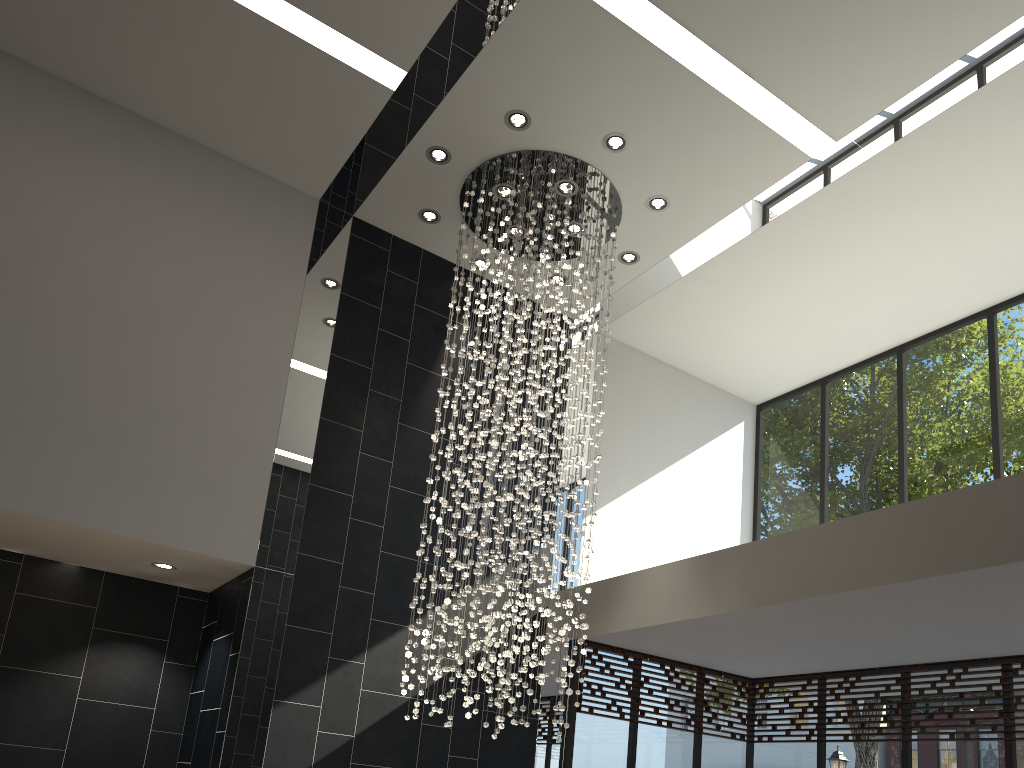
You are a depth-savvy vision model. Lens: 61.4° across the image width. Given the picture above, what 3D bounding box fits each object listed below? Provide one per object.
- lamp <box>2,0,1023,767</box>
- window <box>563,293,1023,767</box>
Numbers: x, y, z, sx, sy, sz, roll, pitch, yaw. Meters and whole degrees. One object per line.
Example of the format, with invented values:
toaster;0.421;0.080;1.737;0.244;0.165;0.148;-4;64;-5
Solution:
lamp;0.067;-41.937;11.910;400.357;106.289;429.481;8;-25;-5
window;3.229;1.489;5.945;2.424;5.577;6.426;15;-23;-28
